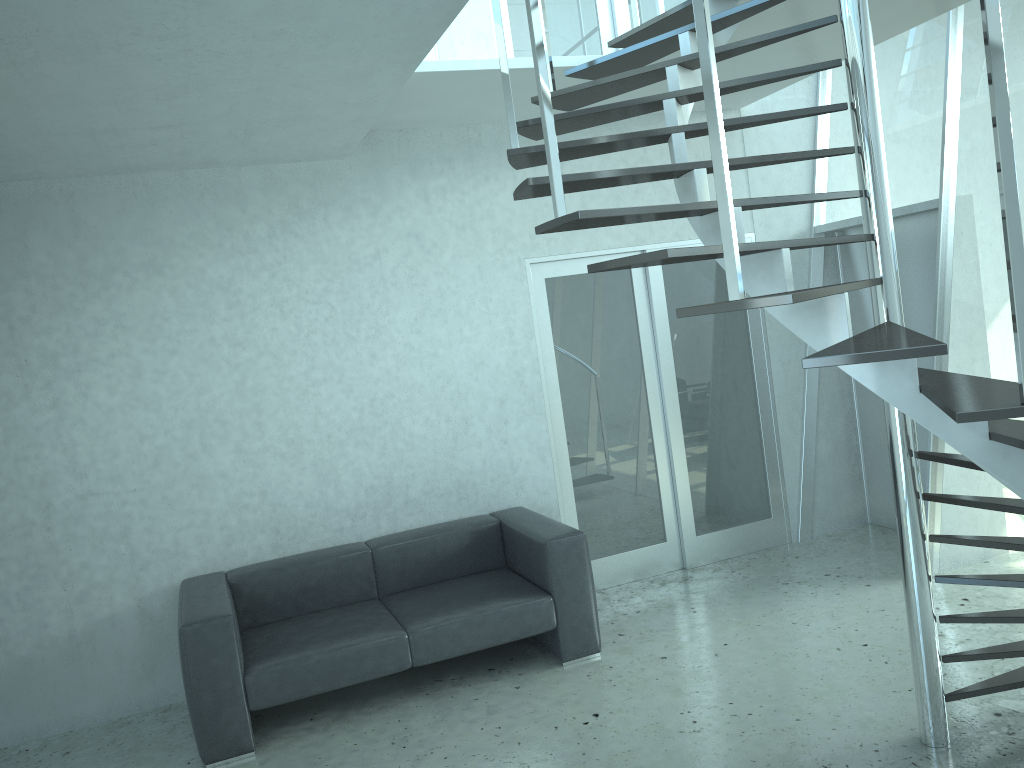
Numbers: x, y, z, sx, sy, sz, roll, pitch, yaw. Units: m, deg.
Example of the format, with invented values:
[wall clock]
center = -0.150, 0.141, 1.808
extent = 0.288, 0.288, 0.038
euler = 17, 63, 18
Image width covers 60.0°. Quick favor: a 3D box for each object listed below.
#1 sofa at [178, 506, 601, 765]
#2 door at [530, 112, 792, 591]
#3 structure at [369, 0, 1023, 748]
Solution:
[sofa]
center = -0.646, 1.201, 4.633
extent = 2.025, 0.652, 0.943
euler = -9, 4, -20
[door]
center = 1.267, -0.255, 6.356
extent = 1.162, 3.200, 2.576
euler = -6, 4, 28
[structure]
center = 1.054, -0.725, 3.726
extent = 2.655, 4.156, 3.780
euler = -9, 4, -20
